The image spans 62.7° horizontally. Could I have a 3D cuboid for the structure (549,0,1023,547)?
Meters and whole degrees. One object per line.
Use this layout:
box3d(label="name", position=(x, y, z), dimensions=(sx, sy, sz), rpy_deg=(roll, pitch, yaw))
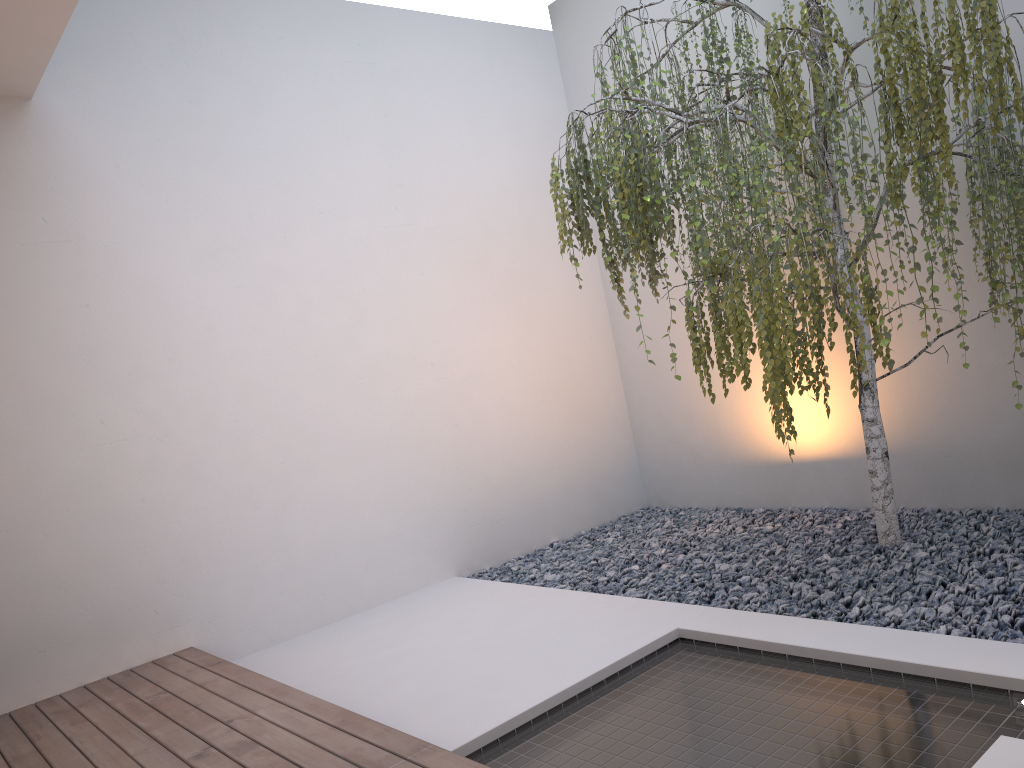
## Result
box3d(label="structure", position=(1.112, -1.140, 3.429), dimensions=(1.996, 4.057, 2.089), rpy_deg=(-19, 9, -43))
